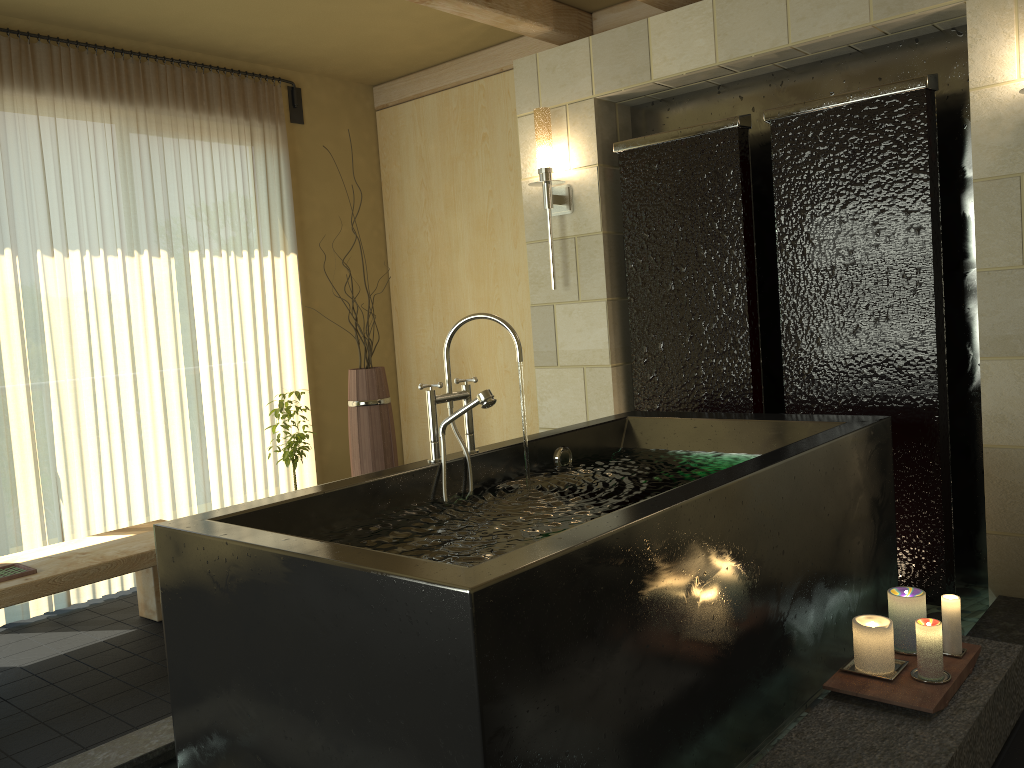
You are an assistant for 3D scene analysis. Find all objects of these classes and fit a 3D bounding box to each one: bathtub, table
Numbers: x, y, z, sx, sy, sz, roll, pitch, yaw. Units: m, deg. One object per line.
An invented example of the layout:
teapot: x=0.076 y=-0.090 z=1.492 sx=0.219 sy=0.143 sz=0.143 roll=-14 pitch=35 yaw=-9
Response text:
bathtub: x=0.228 y=0.349 z=2.628 sx=1.067 sy=1.161 sz=2.134 roll=-1 pitch=6 yaw=41
table: x=-1.715 y=0.859 z=3.374 sx=0.513 sy=0.400 sz=1.126 roll=0 pitch=6 yaw=41

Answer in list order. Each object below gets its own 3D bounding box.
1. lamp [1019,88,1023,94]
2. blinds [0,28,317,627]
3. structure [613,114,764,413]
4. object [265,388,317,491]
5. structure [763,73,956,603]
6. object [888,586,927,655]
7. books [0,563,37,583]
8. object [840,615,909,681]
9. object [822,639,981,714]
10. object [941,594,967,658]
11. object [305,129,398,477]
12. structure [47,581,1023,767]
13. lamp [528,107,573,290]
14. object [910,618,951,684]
lamp: x=1.718 y=-0.867 z=2.821 sx=0.176 sy=0.836 sz=0.188 roll=-1 pitch=5 yaw=41
blinds: x=-1.724 y=-0.334 z=4.395 sx=0.064 sy=2.577 sz=1.946 roll=-1 pitch=5 yaw=40
structure: x=0.794 y=-0.088 z=3.918 sx=0.641 sy=2.065 sz=0.094 roll=-1 pitch=5 yaw=41
object: x=-1.034 y=0.475 z=4.230 sx=0.242 sy=0.929 sz=0.267 roll=-5 pitch=4 yaw=-11
structure: x=1.342 y=-0.090 z=3.445 sx=0.641 sy=2.065 sz=0.094 roll=-1 pitch=5 yaw=41
object: x=1.052 y=0.627 z=2.357 sx=0.112 sy=0.154 sz=0.112 roll=-1 pitch=5 yaw=36
books: x=-1.855 y=0.682 z=3.105 sx=0.181 sy=0.014 sz=0.294 roll=0 pitch=6 yaw=41
object: x=0.917 y=0.661 z=2.248 sx=0.131 sy=0.124 sz=0.131 roll=-1 pitch=5 yaw=41
object: x=1.003 y=0.731 z=2.262 sx=0.254 sy=0.031 sz=0.441 roll=0 pitch=6 yaw=41
object: x=1.142 y=0.626 z=2.302 sx=0.056 sy=0.151 sz=0.056 roll=-1 pitch=5 yaw=41
object: x=-0.821 y=-0.188 z=4.572 sx=0.468 sy=2.178 sz=0.463 roll=-4 pitch=4 yaw=1
structure: x=0.590 y=1.043 z=2.986 sx=1.972 sy=0.635 sz=3.804 roll=0 pitch=6 yaw=41
lamp: x=0.173 y=-0.862 z=4.154 sx=0.176 sy=0.836 sz=0.188 roll=-1 pitch=5 yaw=41
object: x=1.024 y=0.651 z=2.175 sx=0.091 sy=0.139 sz=0.091 roll=-1 pitch=5 yaw=36
